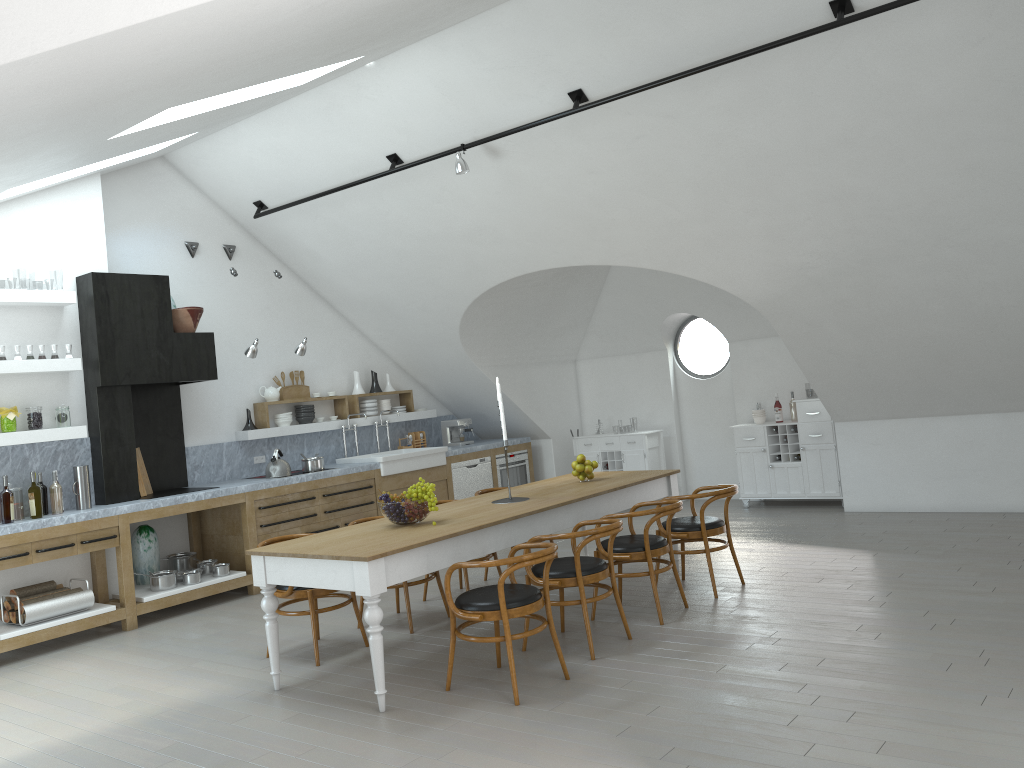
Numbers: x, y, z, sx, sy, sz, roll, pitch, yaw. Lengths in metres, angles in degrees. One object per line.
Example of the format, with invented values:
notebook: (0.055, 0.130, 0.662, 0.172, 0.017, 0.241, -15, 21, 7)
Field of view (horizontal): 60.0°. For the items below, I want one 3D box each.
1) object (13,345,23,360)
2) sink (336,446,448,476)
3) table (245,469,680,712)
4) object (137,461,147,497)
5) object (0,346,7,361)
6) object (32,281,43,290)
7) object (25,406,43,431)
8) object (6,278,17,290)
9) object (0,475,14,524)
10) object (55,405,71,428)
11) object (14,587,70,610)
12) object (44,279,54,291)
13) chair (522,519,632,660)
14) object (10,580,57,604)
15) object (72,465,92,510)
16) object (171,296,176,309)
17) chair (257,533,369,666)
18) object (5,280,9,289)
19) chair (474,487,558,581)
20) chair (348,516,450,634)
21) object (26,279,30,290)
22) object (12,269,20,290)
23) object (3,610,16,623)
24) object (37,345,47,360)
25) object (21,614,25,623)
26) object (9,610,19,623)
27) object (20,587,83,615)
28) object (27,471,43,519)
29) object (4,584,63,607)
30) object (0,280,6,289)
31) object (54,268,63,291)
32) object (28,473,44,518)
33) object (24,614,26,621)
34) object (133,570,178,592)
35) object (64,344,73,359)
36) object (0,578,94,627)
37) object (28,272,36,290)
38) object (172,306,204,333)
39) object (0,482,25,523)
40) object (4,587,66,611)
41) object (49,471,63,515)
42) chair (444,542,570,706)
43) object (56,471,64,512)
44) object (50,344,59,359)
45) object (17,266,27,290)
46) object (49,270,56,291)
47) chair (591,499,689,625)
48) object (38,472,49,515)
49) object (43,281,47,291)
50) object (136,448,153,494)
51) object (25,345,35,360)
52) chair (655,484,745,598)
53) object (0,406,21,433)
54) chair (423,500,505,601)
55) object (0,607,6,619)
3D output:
object: (-3.787, -0.235, 6.787, 0.063, 0.124, 0.068, -7, -2, 32)
sink: (-1.292, 0.849, 9.660, 0.726, 0.202, 1.022, -6, -1, 38)
table: (-0.049, 1.209, 6.024, 1.016, 0.800, 3.352, -7, -1, 38)
object: (-3.213, 0.812, 7.629, 0.148, 0.336, 0.081, -7, -2, 28)
object: (-3.855, -0.228, 6.699, 0.063, 0.124, 0.068, -7, -2, 32)
object: (-3.716, -0.760, 6.945, 0.077, 0.085, 0.077, -5, -2, -19)
object: (-3.682, 0.265, 6.838, 0.120, 0.183, 0.120, -4, -2, -37)
object: (-3.817, -0.758, 6.770, 0.071, 0.099, 0.071, -6, -2, 2)
object: (-3.653, 0.840, 6.407, 0.092, 0.359, 0.092, -5, -2, -18)
object: (-3.551, 0.256, 7.008, 0.103, 0.178, 0.207, -5, -2, -30)
object: (-3.476, 1.591, 6.565, 0.101, 0.087, 0.363, -7, -1, 36)
object: (-3.646, -0.773, 6.989, 0.071, 0.099, 0.071, -6, -2, 2)
chair: (0.393, 1.193, 5.276, 0.620, 0.736, 0.528, -7, -2, 38)
object: (-3.548, 1.540, 6.575, 0.103, 0.102, 0.292, -7, -1, 36)
object: (-3.387, 0.815, 6.958, 0.114, 0.340, 0.164, -8, -3, 41)
object: (-3.211, -0.662, 8.180, 0.231, 0.504, 0.230, -5, -2, -11)
chair: (-1.326, 1.371, 5.766, 0.620, 0.736, 0.528, -7, -2, 38)
object: (-3.894, -0.747, 6.818, 0.094, 0.093, 0.093, -5, -1, -19)
chair: (0.019, 1.252, 7.476, 0.620, 0.736, 0.528, -7, -2, 35)
chair: (-0.834, 1.326, 6.301, 0.620, 0.736, 0.528, -7, -2, 35)
object: (-3.790, -0.763, 6.900, 0.082, 0.105, 0.081, -6, -2, 6)
object: (-3.824, -0.797, 6.841, 0.054, 0.179, 0.054, -6, -2, 14)
object: (-3.553, 1.684, 6.645, 0.090, 0.089, 0.455, -7, -1, 36)
object: (-3.675, -0.244, 6.928, 0.063, 0.124, 0.068, -7, -2, 32)
object: (-3.414, 1.681, 6.564, 0.067, 0.067, 0.423, -7, -1, 36)
object: (-3.475, 1.677, 6.611, 0.093, 0.084, 0.480, -7, -1, 36)
object: (-3.396, 1.598, 6.540, 0.092, 0.093, 0.437, -7, -1, 36)
object: (-3.535, 0.826, 6.565, 0.092, 0.359, 0.092, -5, -2, -8)
object: (-3.603, 1.593, 6.695, 0.071, 0.073, 0.423, -7, -1, 36)
object: (-3.886, -0.745, 6.726, 0.077, 0.085, 0.077, -5, -2, -19)
object: (-3.595, -0.822, 7.037, 0.063, 0.187, 0.063, -6, -2, 6)
object: (-3.588, 0.837, 6.671, 0.092, 0.339, 0.091, -4, -3, -34)
object: (-3.350, 1.672, 6.516, 0.067, 0.067, 0.423, -7, -1, 36)
object: (-2.938, 1.622, 7.340, 0.378, 0.164, 0.223, -6, -1, 27)
object: (-3.543, -0.256, 7.084, 0.063, 0.124, 0.068, -7, -2, 32)
object: (-3.481, 1.628, 6.628, 0.428, 0.232, 0.527, -6, -1, 35)
object: (-3.776, -0.795, 6.981, 0.048, 0.169, 0.048, -4, -3, -44)
object: (-2.951, -0.555, 7.960, 0.348, 0.237, 0.365, -5, -1, -34)
object: (-3.734, 0.874, 6.589, 0.184, 0.286, 0.183, -5, -2, -28)
object: (-3.550, 1.611, 6.634, 0.114, 0.079, 0.435, -7, -1, 36)
object: (-3.484, 0.833, 6.771, 0.085, 0.331, 0.085, -4, -3, -43)
chair: (-0.022, 1.229, 4.678, 0.620, 0.736, 0.528, -7, -2, 41)
object: (-3.531, 0.837, 6.871, 0.081, 0.330, 0.081, -5, -2, -25)
object: (-3.611, -0.250, 6.996, 0.063, 0.124, 0.068, -7, -2, 32)
object: (-3.765, -0.807, 6.818, 0.063, 0.187, 0.063, -6, -2, 6)
object: (-3.653, -0.812, 7.060, 0.054, 0.179, 0.054, -6, -2, 14)
chair: (0.852, 1.153, 5.840, 0.620, 0.736, 0.527, -7, -2, 33)
object: (-3.608, 0.843, 6.796, 0.085, 0.331, 0.085, -4, -3, -43)
object: (-3.723, -0.762, 7.037, 0.094, 0.093, 0.093, -5, -1, -19)
object: (-3.261, 0.771, 7.817, 0.148, 0.428, 0.078, -5, -2, -17)
object: (-3.722, -0.240, 6.845, 0.063, 0.124, 0.068, -7, -2, 32)
chair: (1.350, 1.108, 6.368, 0.620, 0.736, 0.528, -7, -2, 41)
object: (-3.803, 0.268, 6.679, 0.128, 0.199, 0.163, -7, -2, 33)
chair: (-0.433, 1.292, 6.912, 0.620, 0.736, 0.528, -7, -2, 41)
object: (-3.621, 1.684, 6.700, 0.091, 0.092, 0.437, -7, -1, 36)
